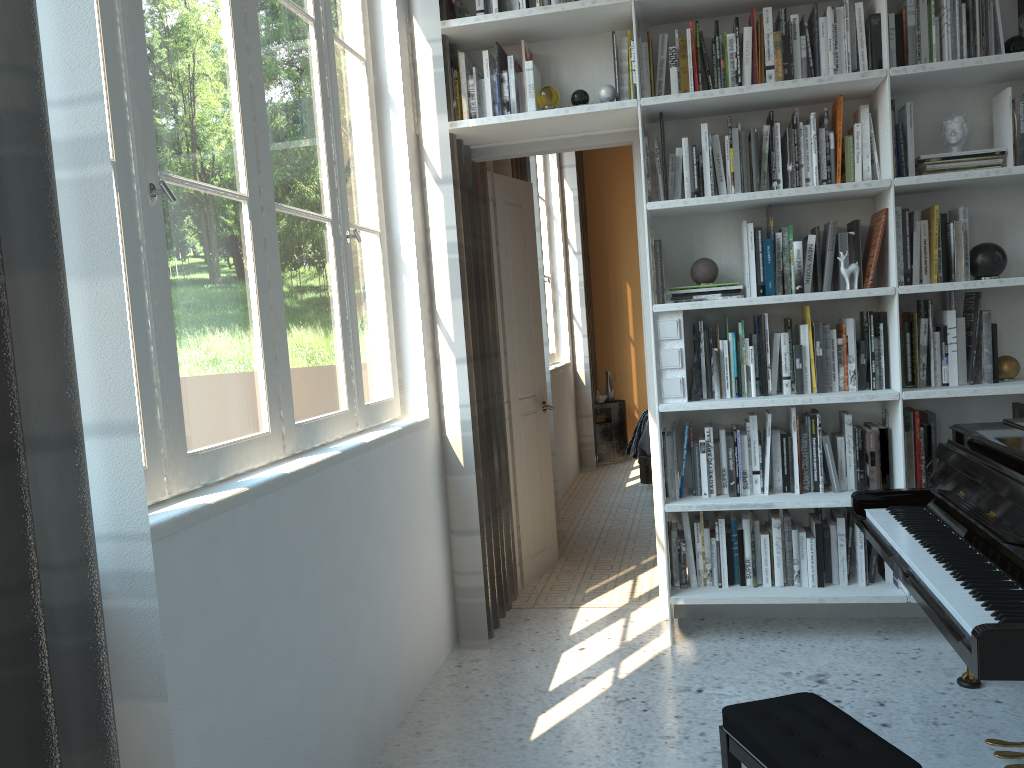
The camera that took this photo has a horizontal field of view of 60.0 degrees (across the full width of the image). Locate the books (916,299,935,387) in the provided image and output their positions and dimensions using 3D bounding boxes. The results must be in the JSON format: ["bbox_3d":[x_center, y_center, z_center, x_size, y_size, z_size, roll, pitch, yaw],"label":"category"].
[{"bbox_3d":[1.514,-0.151,3.245,0.014,0.313,0.166,-3,4,12],"label":"books"}]

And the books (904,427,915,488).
[{"bbox_3d":[1.467,0.274,3.304,0.026,0.213,0.139,-3,4,12],"label":"books"}]

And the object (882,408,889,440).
[{"bbox_3d":[1.405,0.237,3.338,0.017,0.290,0.089,-3,4,12],"label":"object"}]

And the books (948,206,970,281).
[{"bbox_3d":[1.617,-0.501,3.207,0.028,0.266,0.144,-3,4,12],"label":"books"}]

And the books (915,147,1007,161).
[{"bbox_3d":[1.587,-0.812,3.176,0.285,0.012,0.159,-4,4,8],"label":"books"}]

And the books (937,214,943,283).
[{"bbox_3d":[1.530,-0.484,3.218,0.014,0.244,0.152,-3,4,12],"label":"books"}]

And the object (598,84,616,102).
[{"bbox_3d":[0.361,-1.099,3.366,0.071,0.072,0.071,-5,4,-11],"label":"object"}]

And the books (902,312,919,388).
[{"bbox_3d":[1.460,-0.127,3.250,0.012,0.273,0.181,-3,4,12],"label":"books"}]

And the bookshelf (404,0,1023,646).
[{"bbox_3d":[2.770,-0.709,2.887,6.297,3.145,0.330,-3,4,12],"label":"bookshelf"}]

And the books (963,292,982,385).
[{"bbox_3d":[1.655,-0.167,3.213,0.050,0.328,0.166,-3,4,12],"label":"books"}]

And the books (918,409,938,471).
[{"bbox_3d":[1.546,0.238,3.294,0.026,0.274,0.146,-3,4,12],"label":"books"}]

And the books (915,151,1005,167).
[{"bbox_3d":[1.589,-0.800,3.181,0.285,0.012,0.159,-3,4,14],"label":"books"}]

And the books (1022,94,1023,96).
[{"bbox_3d":[1.829,-0.889,3.110,0.012,0.286,0.167,-3,4,12],"label":"books"}]

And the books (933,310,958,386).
[{"bbox_3d":[1.579,-0.133,3.230,0.027,0.269,0.185,-3,4,12],"label":"books"}]

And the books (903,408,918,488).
[{"bbox_3d":[1.481,0.239,3.296,0.010,0.282,0.149,-3,4,12],"label":"books"}]

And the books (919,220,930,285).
[{"bbox_3d":[1.486,-0.474,3.228,0.025,0.228,0.152,-3,4,12],"label":"books"}]

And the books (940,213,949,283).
[{"bbox_3d":[1.554,-0.488,3.230,0.028,0.248,0.142,-3,4,12],"label":"books"}]

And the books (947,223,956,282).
[{"bbox_3d":[1.570,-0.468,3.208,0.011,0.208,0.180,-3,4,12],"label":"books"}]

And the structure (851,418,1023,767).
[{"bbox_3d":[1.933,0.546,2.089,1.918,0.833,1.333,-3,4,12],"label":"structure"}]

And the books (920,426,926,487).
[{"bbox_3d":[1.505,0.264,3.289,0.010,0.228,0.168,-3,4,12],"label":"books"}]

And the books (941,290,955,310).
[{"bbox_3d":[1.601,-0.171,3.248,0.013,0.339,0.137,-3,4,12],"label":"books"}]

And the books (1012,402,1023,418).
[{"bbox_3d":[1.856,0.215,3.222,0.012,0.285,0.159,-3,4,12],"label":"books"}]

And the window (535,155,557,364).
[{"bbox_3d":[0.114,-1.087,6.169,0.073,2.011,1.981,-3,4,12],"label":"window"}]

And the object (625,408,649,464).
[{"bbox_3d":[1.607,0.216,6.648,1.481,0.541,1.449,-3,4,11],"label":"object"}]

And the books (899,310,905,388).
[{"bbox_3d":[1.421,-0.131,3.270,0.013,0.283,0.146,-3,4,12],"label":"books"}]

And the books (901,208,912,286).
[{"bbox_3d":[1.425,-0.494,3.243,0.026,0.275,0.154,-3,4,12],"label":"books"}]

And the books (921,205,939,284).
[{"bbox_3d":[1.505,-0.497,3.201,0.026,0.274,0.190,-3,4,12],"label":"books"}]

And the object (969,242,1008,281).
[{"bbox_3d":[1.696,-0.438,3.171,0.133,0.135,0.133,-6,5,-29],"label":"object"}]

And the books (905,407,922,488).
[{"bbox_3d":[1.493,0.235,3.296,0.013,0.288,0.160,-3,4,12],"label":"books"}]

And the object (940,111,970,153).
[{"bbox_3d":[1.586,-0.896,3.173,0.095,0.157,0.121,-2,5,25],"label":"object"}]

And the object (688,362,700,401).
[{"bbox_3d":[0.675,-0.008,3.295,0.045,0.147,0.045,-8,6,-40],"label":"object"}]

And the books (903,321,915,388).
[{"bbox_3d":[1.443,-0.110,3.264,0.030,0.239,0.157,-3,4,12],"label":"books"}]

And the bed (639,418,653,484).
[{"bbox_3d":[1.861,0.088,6.637,1.770,1.181,2.171,-3,4,12],"label":"bed"}]

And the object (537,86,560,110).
[{"bbox_3d":[0.138,-1.092,3.383,0.087,0.088,0.086,-6,5,-29],"label":"object"}]

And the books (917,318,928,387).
[{"bbox_3d":[1.489,-0.117,3.254,0.042,0.248,0.162,-3,4,12],"label":"books"}]

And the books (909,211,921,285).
[{"bbox_3d":[1.454,-0.489,3.230,0.036,0.263,0.166,-3,4,12],"label":"books"}]

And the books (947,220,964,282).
[{"bbox_3d":[1.588,-0.473,3.200,0.028,0.216,0.175,-3,4,12],"label":"books"}]

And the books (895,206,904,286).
[{"bbox_3d":[1.399,-0.497,3.243,0.025,0.285,0.145,-3,4,12],"label":"books"}]

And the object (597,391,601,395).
[{"bbox_3d":[0.725,0.106,7.799,0.106,0.103,0.105,-3,4,19],"label":"object"}]

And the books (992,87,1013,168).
[{"bbox_3d":[1.734,-0.884,3.133,0.012,0.285,0.159,-3,4,12],"label":"books"}]

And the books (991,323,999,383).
[{"bbox_3d":[1.724,-0.114,3.217,0.023,0.212,0.160,-3,4,12],"label":"books"}]

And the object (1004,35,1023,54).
[{"bbox_3d":[1.749,-1.157,3.076,0.097,0.098,0.097,-6,5,-29],"label":"object"}]

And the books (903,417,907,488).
[{"bbox_3d":[1.442,0.248,3.312,0.023,0.266,0.134,-3,4,12],"label":"books"}]

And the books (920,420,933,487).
[{"bbox_3d":[1.518,0.260,3.275,0.023,0.238,0.172,-3,4,12],"label":"books"}]

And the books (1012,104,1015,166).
[{"bbox_3d":[1.749,-0.859,3.146,0.010,0.232,0.154,-3,4,12],"label":"books"}]

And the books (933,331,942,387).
[{"bbox_3d":[1.538,-0.094,3.250,0.024,0.196,0.156,-3,4,12],"label":"books"}]

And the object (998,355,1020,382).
[{"bbox_3d":[1.781,-0.057,3.199,0.091,0.092,0.091,-5,4,-11],"label":"object"}]

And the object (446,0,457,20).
[{"bbox_3d":[-0.253,-1.506,3.477,0.035,0.296,0.176,-3,4,12],"label":"object"}]

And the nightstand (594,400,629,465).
[{"bbox_3d":[0.687,0.422,7.796,0.650,0.518,0.430,-3,4,14],"label":"nightstand"}]

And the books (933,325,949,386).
[{"bbox_3d":[1.558,-0.105,3.240,0.021,0.215,0.171,-3,4,12],"label":"books"}]

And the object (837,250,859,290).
[{"bbox_3d":[1.190,-0.401,3.135,0.081,0.140,0.044,-4,4,-4],"label":"object"}]

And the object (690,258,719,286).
[{"bbox_3d":[0.731,-0.426,3.368,0.105,0.107,0.105,-5,4,-11],"label":"object"}]

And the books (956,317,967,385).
[{"bbox_3d":[1.623,-0.123,3.240,0.029,0.241,0.135,-3,4,12],"label":"books"}]

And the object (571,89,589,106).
[{"bbox_3d":[0.262,-1.094,3.407,0.071,0.072,0.071,-5,4,-11],"label":"object"}]

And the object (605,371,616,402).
[{"bbox_3d":[0.852,0.018,7.749,0.091,0.268,0.091,-7,5,-32],"label":"object"}]

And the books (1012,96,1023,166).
[{"bbox_3d":[1.764,-0.866,3.123,0.030,0.247,0.174,-3,4,12],"label":"books"}]

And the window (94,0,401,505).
[{"bbox_3d":[-0.669,-0.784,2.294,0.073,2.011,1.981,-3,4,12],"label":"window"}]

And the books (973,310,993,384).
[{"bbox_3d":[1.695,-0.136,3.206,0.027,0.261,0.163,-3,4,12],"label":"books"}]

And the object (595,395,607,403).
[{"bbox_3d":[0.765,0.132,7.676,0.118,0.061,0.118,-3,4,19],"label":"object"}]
